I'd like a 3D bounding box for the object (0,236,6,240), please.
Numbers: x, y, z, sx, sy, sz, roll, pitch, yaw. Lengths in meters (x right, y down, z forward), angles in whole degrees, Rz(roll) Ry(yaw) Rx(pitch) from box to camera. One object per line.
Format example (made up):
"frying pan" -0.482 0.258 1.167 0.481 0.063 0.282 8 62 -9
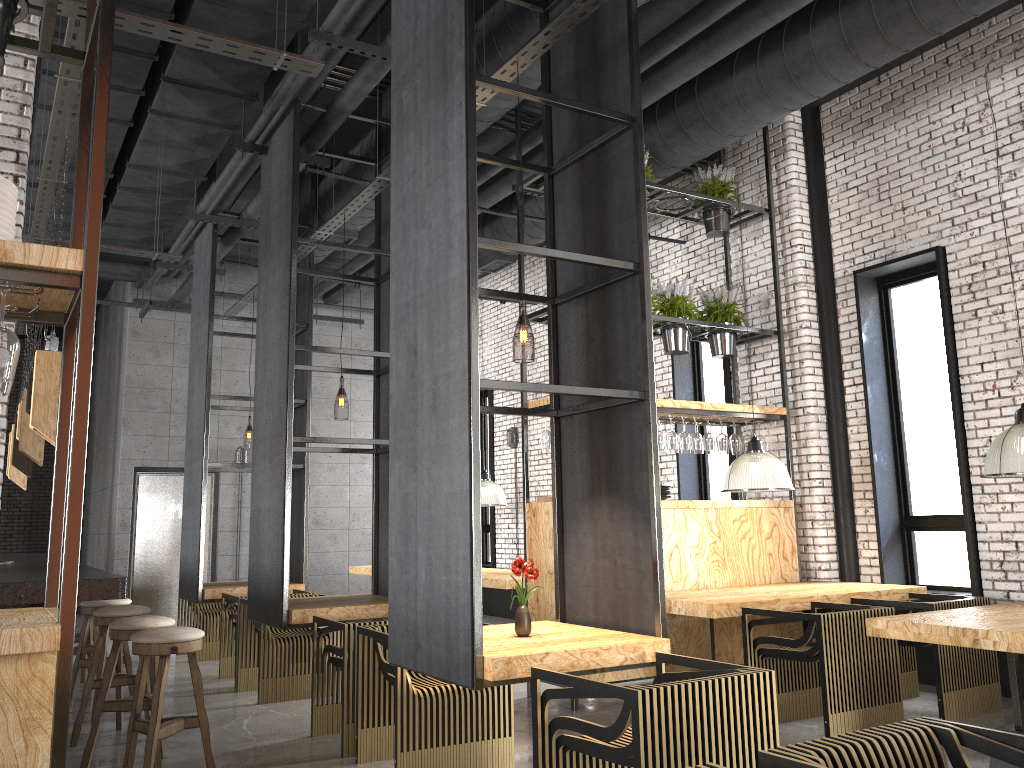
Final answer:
"object" -1.627 -0.402 2.554 0.334 0.037 0.334 -5 -10 25

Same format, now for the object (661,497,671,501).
"object" 1.125 0.925 7.099 0.306 0.035 0.305 -2 -9 7

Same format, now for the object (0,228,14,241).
"object" -1.628 -0.421 2.557 0.334 0.040 0.334 -5 -10 23

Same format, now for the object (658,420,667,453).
"object" 1.251 0.442 7.446 0.101 0.268 0.100 -2 -10 6

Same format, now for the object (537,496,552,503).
"object" 0.474 0.886 6.798 0.411 0.050 0.410 4 -11 -31

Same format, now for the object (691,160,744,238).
"object" 1.849 -1.621 8.016 0.416 0.561 0.466 3 -10 -21

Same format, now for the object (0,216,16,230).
"object" -1.628 -0.460 2.564 0.335 0.041 0.333 0 -9 -9

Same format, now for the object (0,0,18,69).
"object" -1.635 -1.258 2.688 0.467 0.561 0.415 6 -12 -36

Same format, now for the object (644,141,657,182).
"object" 0.989 -1.679 7.541 0.467 0.561 0.415 -4 -10 17

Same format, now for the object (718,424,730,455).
"object" 1.861 0.486 7.804 0.101 0.268 0.100 -1 -10 0

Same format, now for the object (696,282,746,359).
"object" 1.849 -0.513 7.830 0.416 0.561 0.466 1 -10 -11

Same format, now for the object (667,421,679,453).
"object" 1.362 0.450 7.511 0.101 0.268 0.100 -2 -10 6

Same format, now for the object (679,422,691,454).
"object" 1.481 0.458 7.581 0.101 0.268 0.100 -2 -10 6

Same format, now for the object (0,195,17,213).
"object" -1.630 -0.514 2.574 0.334 0.041 0.334 -6 -10 28

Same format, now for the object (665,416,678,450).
"object" 1.284 0.392 7.138 0.101 0.268 0.100 -2 -10 6

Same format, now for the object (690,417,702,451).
"object" 1.507 0.409 7.269 0.101 0.268 0.100 -2 -10 6

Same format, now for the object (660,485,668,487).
"object" 1.123 0.836 7.117 0.305 0.040 0.305 -9 -12 41

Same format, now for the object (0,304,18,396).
"object" -1.547 -0.101 2.670 0.101 0.268 0.100 -5 -11 22

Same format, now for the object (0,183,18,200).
"object" -1.630 -0.552 2.580 0.334 0.039 0.334 -7 -11 34

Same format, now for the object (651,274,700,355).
"object" 1.396 -0.539 7.613 0.416 0.561 0.466 -4 -10 15

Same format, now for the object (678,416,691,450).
"object" 1.397 0.400 7.204 0.101 0.268 0.100 -2 -10 6

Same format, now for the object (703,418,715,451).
"object" 1.626 0.417 7.339 0.101 0.268 0.100 -2 -10 6

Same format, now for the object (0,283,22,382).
"object" -1.401 -0.142 2.428 0.101 0.268 0.100 -5 -11 22

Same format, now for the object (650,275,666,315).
"object" 0.987 -0.571 7.364 0.467 0.561 0.415 6 -12 -36

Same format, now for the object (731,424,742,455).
"object" 1.988 0.496 7.878 0.101 0.268 0.100 -1 -10 0

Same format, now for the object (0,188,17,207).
"object" -1.631 -0.533 2.578 0.334 0.044 0.334 -6 -10 29

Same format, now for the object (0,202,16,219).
"object" -1.630 -0.495 2.570 0.334 0.043 0.334 -9 -12 42

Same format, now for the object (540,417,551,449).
"object" 0.266 0.369 6.868 0.101 0.268 0.100 -2 -10 6

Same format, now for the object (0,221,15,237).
"object" -1.628 -0.440 2.561 0.334 0.039 0.334 -5 -10 25

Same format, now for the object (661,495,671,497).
"object" 1.125 0.914 7.100 0.306 0.041 0.305 1 -9 -13

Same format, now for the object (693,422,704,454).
"object" 1.607 0.468 7.655 0.101 0.268 0.100 -1 -10 0

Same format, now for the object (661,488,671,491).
"object" 1.124 0.861 7.111 0.305 0.038 0.305 4 -10 -29

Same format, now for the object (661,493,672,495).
"object" 1.125 0.899 7.103 0.305 0.044 0.305 4 -10 -30

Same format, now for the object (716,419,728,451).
"object" 1.753 0.427 7.413 0.101 0.268 0.100 -1 -10 0

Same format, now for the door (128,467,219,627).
"door" -4.457 2.154 11.628 1.119 2.110 0.158 5 -12 -30

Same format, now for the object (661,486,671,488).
"object" 1.123 0.850 7.114 0.305 0.049 0.305 0 -9 -6

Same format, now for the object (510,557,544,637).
"object" 0.067 0.992 4.151 0.156 0.356 0.170 -4 -10 17

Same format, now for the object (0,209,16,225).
"object" -1.629 -0.475 2.567 0.334 0.039 0.334 3 -10 -23

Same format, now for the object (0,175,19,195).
"object" -1.631 -0.571 2.584 0.334 0.039 0.334 -7 -11 32

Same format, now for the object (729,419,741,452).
"object" 1.880 0.436 7.488 0.101 0.268 0.100 -1 -10 0

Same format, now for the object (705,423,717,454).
"object" 1.734 0.477 7.729 0.101 0.268 0.100 -1 -10 0
